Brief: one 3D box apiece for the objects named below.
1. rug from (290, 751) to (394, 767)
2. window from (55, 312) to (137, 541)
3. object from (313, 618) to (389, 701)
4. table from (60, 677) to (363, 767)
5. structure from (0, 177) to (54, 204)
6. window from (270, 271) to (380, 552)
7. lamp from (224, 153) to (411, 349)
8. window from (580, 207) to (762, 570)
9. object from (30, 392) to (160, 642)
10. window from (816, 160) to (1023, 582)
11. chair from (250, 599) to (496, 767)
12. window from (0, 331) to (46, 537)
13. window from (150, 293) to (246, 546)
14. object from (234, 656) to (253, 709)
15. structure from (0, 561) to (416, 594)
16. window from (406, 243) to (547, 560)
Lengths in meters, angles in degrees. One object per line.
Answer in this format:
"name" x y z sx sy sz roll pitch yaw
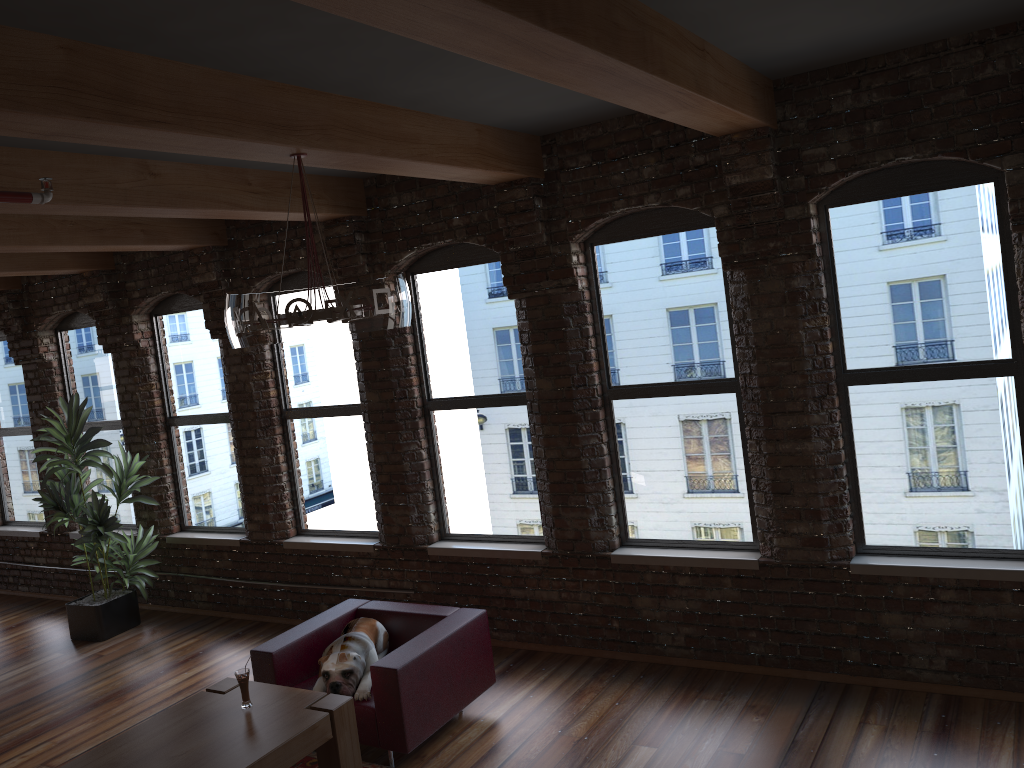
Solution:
"rug" -1.552 2.225 3.794 1.341 0.009 2.473 -4 6 31
"window" -4.031 0.383 8.537 0.966 2.211 0.236 -6 3 31
"object" -0.923 1.557 5.060 0.364 0.296 0.757 -7 5 3
"table" -1.569 1.950 3.826 0.898 0.549 1.758 -5 5 31
"structure" -3.668 -0.338 0.823 0.051 0.111 6.839 -6 5 31
"window" -1.535 0.196 7.019 0.966 2.211 0.236 -6 3 31
"lamp" -0.890 -0.611 3.924 0.811 0.813 0.810 -8 4 -18
"window" 0.962 0.009 5.501 0.966 2.211 0.236 -6 3 31
"object" -3.630 1.100 7.674 1.078 2.099 0.970 -5 4 44
"window" 2.210 -0.085 4.741 0.966 2.211 0.236 -6 3 31
"chair" -0.784 1.711 5.139 1.069 0.591 0.869 -5 5 31
"window" -5.281 0.477 9.296 0.966 2.211 0.233 -6 3 31
"window" -2.782 0.289 7.778 0.966 2.211 0.236 -6 3 31
"object" -1.312 1.476 4.367 0.095 0.232 0.075 -9 3 -26
"structure" -6.604 1.890 10.088 13.681 0.312 1.641 -5 5 24
"window" -0.287 0.102 6.260 0.966 2.211 0.236 -6 3 31
